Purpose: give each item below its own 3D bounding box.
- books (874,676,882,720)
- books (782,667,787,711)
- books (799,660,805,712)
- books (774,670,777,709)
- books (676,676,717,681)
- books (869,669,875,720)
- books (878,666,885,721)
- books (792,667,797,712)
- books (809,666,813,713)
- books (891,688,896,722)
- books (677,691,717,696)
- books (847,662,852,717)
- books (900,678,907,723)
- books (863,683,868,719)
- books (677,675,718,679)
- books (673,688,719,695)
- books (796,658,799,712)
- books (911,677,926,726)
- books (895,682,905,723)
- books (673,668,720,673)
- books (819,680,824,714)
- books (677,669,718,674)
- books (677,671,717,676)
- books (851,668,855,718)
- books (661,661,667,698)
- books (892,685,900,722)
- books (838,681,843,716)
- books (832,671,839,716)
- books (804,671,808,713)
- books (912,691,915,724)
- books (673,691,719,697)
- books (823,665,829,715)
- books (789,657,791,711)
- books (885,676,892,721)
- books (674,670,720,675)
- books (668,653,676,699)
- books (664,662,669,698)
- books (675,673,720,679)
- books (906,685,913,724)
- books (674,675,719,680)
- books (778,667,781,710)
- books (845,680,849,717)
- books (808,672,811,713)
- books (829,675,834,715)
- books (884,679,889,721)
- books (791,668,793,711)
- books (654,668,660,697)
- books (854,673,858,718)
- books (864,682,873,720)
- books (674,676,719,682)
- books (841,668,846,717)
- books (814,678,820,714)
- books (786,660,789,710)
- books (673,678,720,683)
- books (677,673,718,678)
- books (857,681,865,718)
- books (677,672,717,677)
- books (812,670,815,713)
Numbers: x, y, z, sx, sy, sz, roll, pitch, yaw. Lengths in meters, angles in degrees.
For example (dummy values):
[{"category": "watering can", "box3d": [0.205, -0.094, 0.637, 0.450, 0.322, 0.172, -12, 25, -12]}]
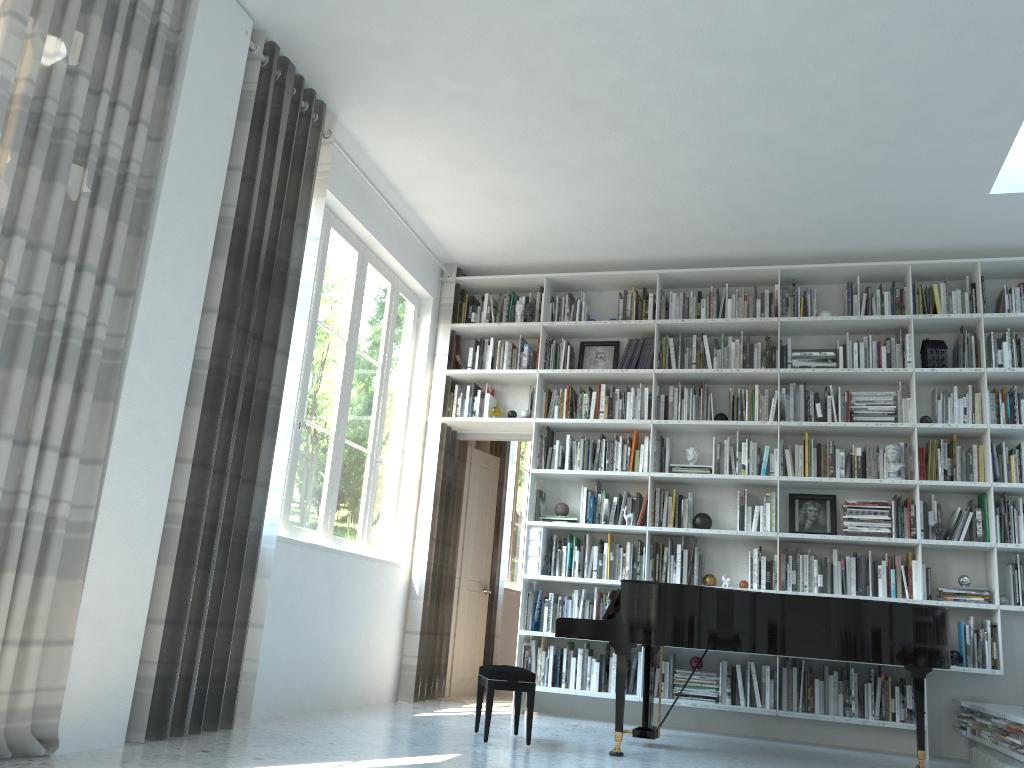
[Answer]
[{"category": "books", "box3d": [2.249, 1.935, 5.467, 0.044, 0.250, 0.187, 0, -16, 17]}, {"category": "books", "box3d": [1.730, 1.935, 5.633, 0.026, 0.255, 0.184, 0, -16, 17]}, {"category": "books", "box3d": [1.835, 1.911, 5.620, 0.034, 0.310, 0.170, 0, -15, 17]}, {"category": "books", "box3d": [1.685, 1.951, 5.672, 0.021, 0.237, 0.116, 0, -15, 17]}, {"category": "books", "box3d": [1.211, 1.928, 5.811, 0.254, 0.005, 0.161, 0, -16, 17]}, {"category": "books", "box3d": [2.227, 1.917, 5.490, 0.011, 0.292, 0.184, 0, -15, 17]}, {"category": "books", "box3d": [2.280, 1.904, 5.471, 0.013, 0.316, 0.187, 0, -15, 17]}, {"category": "books", "box3d": [1.796, 1.937, 5.634, 0.025, 0.263, 0.145, 0, -15, 17]}, {"category": "books", "box3d": [1.892, 1.931, 5.610, 0.012, 0.275, 0.155, 0, -15, 17]}, {"category": "books", "box3d": [2.335, 1.970, 5.456, 0.024, 0.190, 0.155, 0, -16, 17]}, {"category": "books", "box3d": [1.205, 2.011, 5.780, 0.254, 0.007, 0.161, 1, -16, 13]}, {"category": "books", "box3d": [2.104, 1.897, 5.532, 0.014, 0.334, 0.183, 0, -15, 17]}, {"category": "books", "box3d": [2.401, 1.937, 5.439, 0.013, 0.255, 0.177, 0, -16, 17]}, {"category": "books", "box3d": [2.184, 1.957, 5.485, 0.010, 0.205, 0.180, 0, -16, 17]}, {"category": "books", "box3d": [1.213, 1.916, 5.805, 0.254, 0.005, 0.161, -1, -16, 20]}, {"category": "books", "box3d": [1.207, 2.005, 5.786, 0.285, 0.007, 0.160, -1, -16, 18]}, {"category": "books", "box3d": [1.814, 1.898, 5.629, 0.012, 0.336, 0.144, 0, -15, 17]}, {"category": "books", "box3d": [2.459, 1.913, 5.361, 0.038, 0.268, 0.278, 0, -16, 17]}, {"category": "books", "box3d": [2.383, 1.953, 5.449, 0.028, 0.227, 0.162, 0, -16, 17]}, {"category": "books", "box3d": [1.215, 1.878, 5.812, 0.285, 0.005, 0.160, -1, -16, 21]}, {"category": "books", "box3d": [1.948, 1.971, 5.588, 0.030, 0.196, 0.143, 0, -16, 17]}, {"category": "books", "box3d": [1.217, 1.886, 5.819, 0.254, 0.005, 0.161, 0, -16, 17]}, {"category": "books", "box3d": [1.217, 1.897, 5.818, 0.254, 0.005, 0.161, 0, -16, 17]}, {"category": "books", "box3d": [2.116, 1.920, 5.524, 0.014, 0.287, 0.185, 0, -16, 17]}, {"category": "books", "box3d": [1.002, 1.948, 5.856, 0.023, 0.231, 0.164, 0, -16, 17]}, {"category": "books", "box3d": [2.355, 1.960, 5.442, 0.022, 0.204, 0.191, 0, -16, 17]}, {"category": "books", "box3d": [2.052, 1.965, 5.547, 0.024, 0.203, 0.145, 0, -16, 17]}, {"category": "books", "box3d": [2.030, 1.938, 5.563, 0.028, 0.260, 0.133, 0, -15, 17]}, {"category": "books", "box3d": [1.862, 1.945, 5.614, 0.022, 0.246, 0.144, 0, -15, 17]}, {"category": "books", "box3d": [2.445, 1.974, 5.422, 0.023, 0.181, 0.149, 0, -16, 17]}, {"category": "books", "box3d": [1.204, 2.017, 5.775, 0.285, 0.007, 0.160, -1, -16, 21]}, {"category": "books", "box3d": [1.975, 1.921, 5.582, 0.026, 0.293, 0.155, 0, -15, 17]}, {"category": "books", "box3d": [1.771, 1.899, 5.650, 0.014, 0.339, 0.140, 0, -15, 17]}, {"category": "books", "box3d": [2.319, 1.935, 5.460, 0.011, 0.257, 0.172, 0, -16, 17]}, {"category": "books", "box3d": [1.217, 1.892, 5.820, 0.285, 0.005, 0.160, 0, -16, 17]}, {"category": "books", "box3d": [1.056, 1.927, 5.856, 0.027, 0.281, 0.129, 0, -15, 17]}, {"category": "books", "box3d": [1.028, 1.953, 5.856, 0.027, 0.226, 0.140, 0, -15, 17]}, {"category": "books", "box3d": [1.214, 1.911, 5.808, 0.285, 0.005, 0.160, 1, -16, 14]}, {"category": "books", "box3d": [2.418, 1.954, 5.422, 0.029, 0.217, 0.191, 0, -16, 17]}, {"category": "books", "box3d": [1.209, 1.921, 5.804, 0.285, 0.005, 0.160, 1, -16, 13]}, {"category": "books", "box3d": [1.708, 1.941, 5.660, 0.012, 0.253, 0.161, 0, -16, 17]}, {"category": "books", "box3d": [2.085, 1.958, 5.530, 0.022, 0.212, 0.167, 0, -16, 17]}, {"category": "books", "box3d": [1.877, 1.948, 5.604, 0.012, 0.238, 0.129, 0, -15, 17]}, {"category": "books", "box3d": [2.001, 1.951, 5.569, 0.030, 0.234, 0.138, 0, -15, 17]}, {"category": "books", "box3d": [2.303, 1.948, 5.477, 0.028, 0.238, 0.140, 0, -15, 17]}, {"category": "books", "box3d": [1.782, 1.942, 5.648, 0.010, 0.258, 0.131, 0, -15, 17]}, {"category": "books", "box3d": [0.964, 1.972, 5.863, 0.053, 0.183, 0.148, 0, -16, 17]}, {"category": "books", "box3d": [2.138, 1.937, 5.529, 0.024, 0.261, 0.132, 0, -15, 17]}, {"category": "books", "box3d": [2.204, 1.957, 5.484, 0.029, 0.209, 0.171, 0, -16, 17]}, {"category": "books", "box3d": [1.210, 1.933, 5.808, 0.285, 0.005, 0.160, 0, -16, 16]}, {"category": "books", "box3d": [2.070, 1.922, 5.540, 0.013, 0.284, 0.185, 0, -16, 17]}, {"category": "books", "box3d": [1.912, 1.958, 5.570, 0.028, 0.206, 0.175, 0, -16, 17]}, {"category": "books", "box3d": [1.751, 1.913, 5.633, 0.014, 0.300, 0.185, 0, -15, 17]}, {"category": "books", "box3d": [1.210, 1.938, 5.807, 0.285, 0.005, 0.160, 0, -16, 17]}, {"category": "books", "box3d": [1.213, 1.905, 5.806, 0.254, 0.005, 0.161, 1, -16, 12]}, {"category": "books", "box3d": [2.168, 1.963, 5.522, 0.040, 0.211, 0.129, 0, -15, 17]}, {"category": "books", "box3d": [1.216, 1.902, 5.817, 0.254, 0.005, 0.161, 0, -16, 17]}, {"category": "books", "box3d": [1.902, 1.941, 5.604, 0.012, 0.254, 0.151, 0, -15, 17]}]
